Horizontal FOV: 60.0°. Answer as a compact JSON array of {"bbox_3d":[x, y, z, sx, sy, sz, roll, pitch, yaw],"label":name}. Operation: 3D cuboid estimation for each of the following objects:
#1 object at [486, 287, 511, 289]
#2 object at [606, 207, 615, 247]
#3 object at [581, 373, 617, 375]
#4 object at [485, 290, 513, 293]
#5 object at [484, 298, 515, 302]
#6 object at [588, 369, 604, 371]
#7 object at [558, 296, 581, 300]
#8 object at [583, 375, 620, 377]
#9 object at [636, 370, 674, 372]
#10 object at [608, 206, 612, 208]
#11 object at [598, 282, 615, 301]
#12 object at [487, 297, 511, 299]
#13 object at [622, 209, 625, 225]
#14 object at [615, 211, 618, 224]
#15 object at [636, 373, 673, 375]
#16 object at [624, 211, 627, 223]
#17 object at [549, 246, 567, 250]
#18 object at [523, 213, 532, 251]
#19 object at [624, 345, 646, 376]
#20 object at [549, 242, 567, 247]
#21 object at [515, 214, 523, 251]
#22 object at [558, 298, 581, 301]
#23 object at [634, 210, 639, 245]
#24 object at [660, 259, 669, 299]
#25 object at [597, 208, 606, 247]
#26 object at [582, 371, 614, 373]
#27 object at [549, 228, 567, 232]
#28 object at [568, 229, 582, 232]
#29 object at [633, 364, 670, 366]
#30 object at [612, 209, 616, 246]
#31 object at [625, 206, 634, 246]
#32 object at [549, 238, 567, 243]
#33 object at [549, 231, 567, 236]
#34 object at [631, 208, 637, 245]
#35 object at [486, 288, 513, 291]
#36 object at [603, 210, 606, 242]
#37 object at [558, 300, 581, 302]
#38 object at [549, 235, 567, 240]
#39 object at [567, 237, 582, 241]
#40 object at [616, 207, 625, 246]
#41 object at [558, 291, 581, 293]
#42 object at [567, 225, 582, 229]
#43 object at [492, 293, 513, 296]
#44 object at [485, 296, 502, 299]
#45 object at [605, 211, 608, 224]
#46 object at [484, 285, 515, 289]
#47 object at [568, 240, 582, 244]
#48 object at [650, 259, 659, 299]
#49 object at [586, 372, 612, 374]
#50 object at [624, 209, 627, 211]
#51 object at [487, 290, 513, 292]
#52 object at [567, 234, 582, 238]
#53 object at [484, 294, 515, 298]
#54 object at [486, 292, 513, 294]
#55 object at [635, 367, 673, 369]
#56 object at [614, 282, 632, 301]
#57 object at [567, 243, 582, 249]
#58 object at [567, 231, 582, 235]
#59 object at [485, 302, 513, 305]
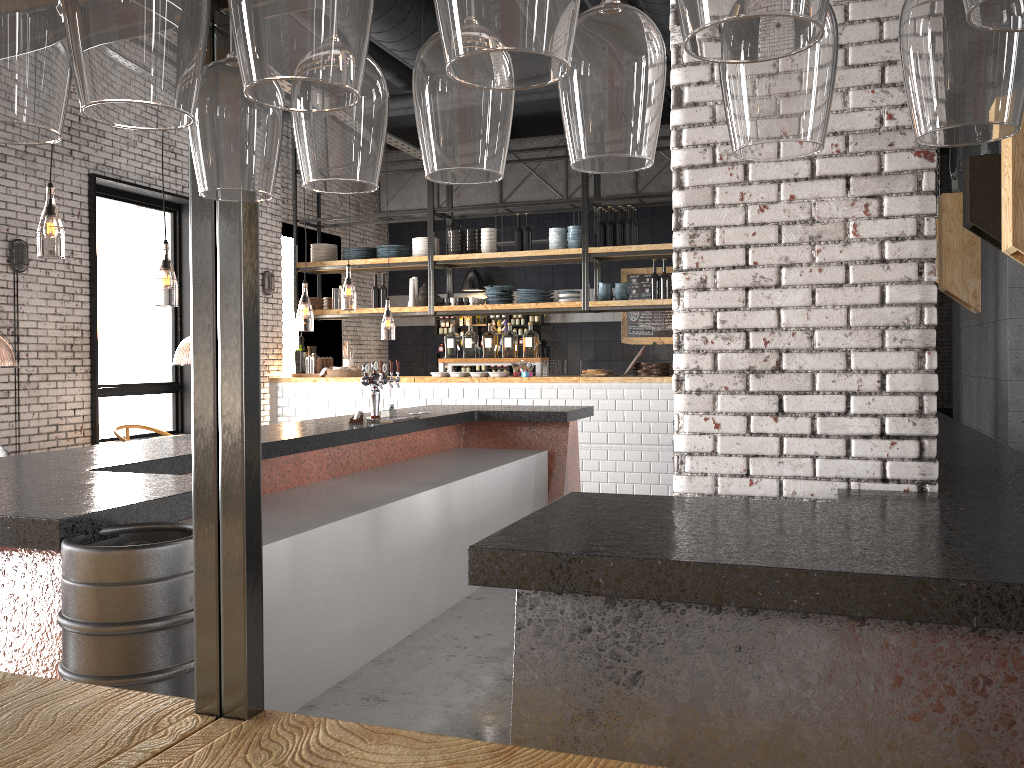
[{"bbox_3d":[-0.150,-1.123,10.566,0.334,0.048,0.335,0,2,6],"label":"object"},{"bbox_3d":[1.108,-1.756,9.986,0.098,0.458,0.098,0,1,42],"label":"object"},{"bbox_3d":[0.974,-0.110,9.749,0.276,0.019,0.514,0,2,24],"label":"object"},{"bbox_3d":[-0.150,-1.082,10.568,0.335,0.052,0.334,1,2,36],"label":"object"},{"bbox_3d":[-0.150,-0.984,10.570,0.373,0.067,0.372,0,2,1],"label":"object"},{"bbox_3d":[0.930,-0.153,9.589,0.184,0.011,0.254,1,2,41],"label":"object"},{"bbox_3d":[0.665,-0.989,10.280,0.265,0.038,0.265,1,2,42],"label":"object"},{"bbox_3d":[1.002,-0.092,9.690,0.458,0.019,0.407,-1,2,-29],"label":"object"},{"bbox_3d":[1.521,-0.142,9.588,0.458,0.019,0.407,-1,2,-12],"label":"object"},{"bbox_3d":[1.106,-1.982,9.984,0.046,0.031,0.046,-1,1,-3],"label":"object"},{"bbox_3d":[1.086,-1.044,10.128,0.198,0.230,0.166,0,1,26],"label":"object"},{"bbox_3d":[-0.151,-1.002,10.569,0.335,0.051,0.334,-2,2,-40],"label":"object"},{"bbox_3d":[1.258,-1.759,10.076,0.098,0.458,0.098,-1,0,-3],"label":"object"},{"bbox_3d":[1.198,-1.763,10.241,0.098,0.458,0.098,0,1,42],"label":"object"},{"bbox_3d":[1.545,-0.109,9.572,0.407,0.019,0.458,-1,2,-8],"label":"object"},{"bbox_3d":[1.303,-1.763,10.204,0.098,0.458,0.098,-1,0,-3],"label":"object"},{"bbox_3d":[0.538,-1.560,10.319,0.210,0.065,0.210,1,2,37],"label":"object"},{"bbox_3d":[0.182,-1.765,10.392,0.098,0.471,0.098,0,1,42],"label":"object"},{"bbox_3d":[1.322,-0.248,9.543,0.242,0.338,0.488,0,1,5],"label":"object"},{"bbox_3d":[0.536,-1.603,10.318,0.210,0.069,0.210,-1,2,-15],"label":"object"},{"bbox_3d":[0.081,-1.765,10.428,0.098,0.471,0.098,0,1,42],"label":"object"},{"bbox_3d":[0.664,-0.971,10.280,0.263,0.037,0.263,-1,2,-7],"label":"object"},{"bbox_3d":[1.405,-1.763,10.168,0.098,0.458,0.098,-1,0,-3],"label":"object"},{"bbox_3d":[1.706,-1.165,9.927,0.098,0.471,0.098,0,1,27],"label":"object"},{"bbox_3d":[1.006,-1.756,10.022,0.098,0.458,0.098,0,1,42],"label":"object"},{"bbox_3d":[0.974,-0.135,9.744,0.230,0.016,0.557,0,2,25],"label":"object"},{"bbox_3d":[0.537,-1.777,10.314,0.210,0.074,0.210,0,2,24],"label":"object"},{"bbox_3d":[0.752,-1.735,10.216,0.218,0.096,0.219,0,1,3],"label":"object"},{"bbox_3d":[1.530,-0.206,9.584,0.407,0.019,0.458,-2,2,-37],"label":"object"},{"bbox_3d":[1.153,-1.760,10.114,0.098,0.458,0.098,0,1,42],"label":"object"},{"bbox_3d":[1.315,-1.755,9.913,0.098,0.458,0.098,-1,0,-3],"label":"object"},{"bbox_3d":[0.539,-1.647,10.321,0.210,0.074,0.210,-1,1,-6],"label":"object"},{"bbox_3d":[0.535,-1.734,10.315,0.210,0.076,0.210,-1,1,-6],"label":"object"},{"bbox_3d":[1.360,-1.759,10.041,0.098,0.458,0.098,-1,0,-3],"label":"object"},{"bbox_3d":[-0.151,-1.109,10.566,0.335,0.036,0.335,0,2,9],"label":"object"},{"bbox_3d":[1.051,-1.760,10.149,0.098,0.458,0.098,0,1,42],"label":"object"},{"bbox_3d":[0.666,-0.948,10.280,0.263,0.026,0.263,-2,2,-35],"label":"object"},{"bbox_3d":[0.533,-1.691,10.318,0.210,0.078,0.210,1,2,42],"label":"object"},{"bbox_3d":[0.742,-1.639,10.218,0.218,0.092,0.219,0,1,9],"label":"object"},{"bbox_3d":[1.213,-1.756,9.949,0.098,0.458,0.098,-1,0,-3],"label":"object"},{"bbox_3d":[0.664,-1.054,10.279,0.265,0.037,0.265,0,2,14],"label":"object"},{"bbox_3d":[0.748,-1.767,10.220,0.218,0.091,0.218,1,2,37],"label":"object"},{"bbox_3d":[-0.151,-1.053,10.567,0.334,0.039,0.335,0,2,19],"label":"object"},{"bbox_3d":[-0.151,-1.014,10.567,0.334,0.045,0.335,0,2,16],"label":"object"},{"bbox_3d":[1.096,-1.770,10.277,0.098,0.471,0.098,0,1,42],"label":"object"},{"bbox_3d":[-0.152,-1.143,10.566,0.373,0.050,0.373,1,2,41],"label":"object"},{"bbox_3d":[0.751,-1.607,10.217,0.218,0.093,0.219,0,1,3],"label":"object"},{"bbox_3d":[1.605,-1.165,9.963,0.098,0.471,0.098,0,0,8],"label":"object"},{"bbox_3d":[0.966,-0.122,9.746,0.214,0.013,0.521,0,2,15],"label":"object"},{"bbox_3d":[1.301,-1.989,10.202,0.046,0.031,0.046,-1,1,-3],"label":"object"},{"bbox_3d":[-0.151,-1.094,10.567,0.335,0.035,0.335,-1,2,-6],"label":"object"},{"bbox_3d":[0.743,-1.671,10.221,0.219,0.092,0.218,-1,2,-35],"label":"object"},{"bbox_3d":[-0.147,-1.036,10.565,0.371,0.071,0.373,0,2,31],"label":"object"},{"bbox_3d":[-0.149,-1.067,10.568,0.334,0.052,0.335,-1,2,-32],"label":"object"},{"bbox_3d":[1.510,-0.174,9.589,0.458,0.019,0.407,-1,2,-28],"label":"object"},{"bbox_3d":[1.249,-1.044,10.057,0.166,0.230,0.198,-1,1,-10],"label":"object"},{"bbox_3d":[0.746,-1.574,10.218,0.218,0.085,0.219,-1,1,-11],"label":"object"},{"bbox_3d":[0.743,-1.703,10.221,0.219,0.092,0.218,-1,2,-30],"label":"object"},{"bbox_3d":[-0.150,-0.948,10.568,0.335,0.033,0.335,-1,2,-11],"label":"object"}]
